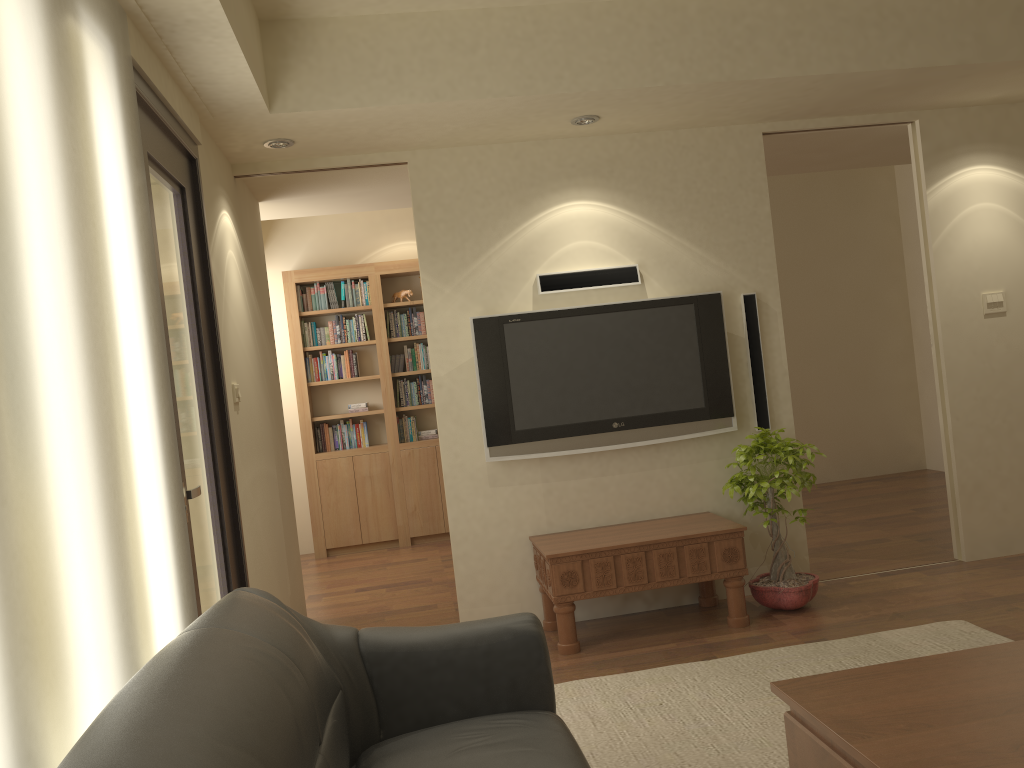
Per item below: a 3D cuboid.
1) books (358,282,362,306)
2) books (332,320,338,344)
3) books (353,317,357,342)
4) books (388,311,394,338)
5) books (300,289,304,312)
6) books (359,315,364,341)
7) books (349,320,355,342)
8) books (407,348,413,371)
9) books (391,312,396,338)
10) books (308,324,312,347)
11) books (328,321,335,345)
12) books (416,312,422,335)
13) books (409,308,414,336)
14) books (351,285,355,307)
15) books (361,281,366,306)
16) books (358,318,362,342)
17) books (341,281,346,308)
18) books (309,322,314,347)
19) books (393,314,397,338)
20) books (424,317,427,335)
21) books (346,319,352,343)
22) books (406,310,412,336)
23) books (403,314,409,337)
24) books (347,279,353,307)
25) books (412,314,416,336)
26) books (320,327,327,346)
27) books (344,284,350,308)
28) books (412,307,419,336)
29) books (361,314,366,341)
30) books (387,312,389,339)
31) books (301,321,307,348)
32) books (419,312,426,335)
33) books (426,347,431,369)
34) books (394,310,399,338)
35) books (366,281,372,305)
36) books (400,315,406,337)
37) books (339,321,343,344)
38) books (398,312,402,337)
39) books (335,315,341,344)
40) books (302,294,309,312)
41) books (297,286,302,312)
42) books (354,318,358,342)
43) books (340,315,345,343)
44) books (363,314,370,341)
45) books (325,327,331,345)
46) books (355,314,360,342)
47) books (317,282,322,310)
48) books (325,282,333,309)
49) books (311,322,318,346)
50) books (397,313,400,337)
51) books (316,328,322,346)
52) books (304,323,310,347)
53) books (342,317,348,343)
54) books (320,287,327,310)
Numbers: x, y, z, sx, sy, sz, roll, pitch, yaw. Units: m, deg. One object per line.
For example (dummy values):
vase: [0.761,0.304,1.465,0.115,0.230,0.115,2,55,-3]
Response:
books: [-1.320,-0.771,7.722,0.009,0.215,0.168,-7,1,-8]
books: [-1.532,-0.441,7.712,0.026,0.211,0.156,-7,1,-8]
books: [-1.367,-0.467,7.729,0.014,0.224,0.168,-7,1,-8]
books: [-1.060,-0.512,7.778,0.019,0.242,0.152,-7,1,-8]
books: [-1.808,-0.710,7.656,0.010,0.206,0.167,-7,1,-8]
books: [-1.313,-0.479,7.741,0.017,0.235,0.157,-7,1,-8]
books: [-1.390,-0.453,7.735,0.032,0.202,0.150,-7,1,-8]
books: [-0.894,-0.205,7.791,0.026,0.207,0.163,-7,1,-8]
books: [-1.040,-0.510,7.778,0.017,0.235,0.157,-7,1,-8]
books: [-1.747,-0.412,7.682,0.011,0.202,0.158,-7,1,-8]
books: [-1.563,-0.435,7.705,0.036,0.206,0.162,-7,1,-8]
books: [-0.819,-0.524,7.809,0.026,0.211,0.156,-7,1,-8]
books: [-0.884,-0.539,7.805,0.019,0.255,0.145,-7,1,-8]
books: [-1.383,-0.756,7.726,0.011,0.200,0.143,-7,1,-8]
books: [-1.291,-0.779,7.726,0.014,0.224,0.168,-7,1,-8]
books: [-1.329,-0.467,7.754,0.011,0.215,0.127,-7,1,-8]
books: [-1.467,-0.767,7.717,0.047,0.238,0.139,-7,1,-8]
books: [-1.734,-0.420,7.679,0.013,0.215,0.168,-7,1,-8]
books: [-1.026,-0.502,7.795,0.011,0.215,0.127,-7,1,-8]
books: [-0.751,-0.509,7.841,0.036,0.165,0.111,-7,1,-8]
books: [-1.419,-0.452,7.724,0.026,0.207,0.163,-7,1,-8]
books: [-0.907,-0.527,7.805,0.026,0.237,0.139,-7,1,-8]
books: [-0.930,-0.509,7.790,0.026,0.207,0.163,-7,1,-8]
books: [-1.405,-0.781,7.718,0.026,0.254,0.154,-7,1,-8]
books: [-0.865,-0.513,7.809,0.011,0.200,0.143,-7,1,-8]
books: [-1.637,-0.406,7.721,0.036,0.165,0.111,-7,1,-8]
books: [-1.429,-0.756,7.713,0.026,0.211,0.156,-7,1,-8]
books: [-0.848,-0.542,7.806,0.026,0.254,0.154,-7,1,-8]
books: [-1.295,-0.484,7.746,0.019,0.242,0.152,-7,1,-8]
books: [-1.087,-0.508,7.777,0.035,0.242,0.148,-7,1,-8]
books: [-1.795,-0.424,7.677,0.026,0.237,0.156,-7,1,-8]
books: [-0.787,-0.525,7.810,0.036,0.206,0.162,-7,1,-8]
books: [-0.729,-0.224,7.816,0.036,0.206,0.162,-7,1,-8]
books: [-1.011,-0.518,7.782,0.016,0.243,0.158,-7,1,-8]
books: [-1.243,-0.780,7.733,0.026,0.215,0.167,-7,1,-8]
books: [-0.960,-0.503,7.793,0.032,0.202,0.150,-7,1,-8]
books: [-1.487,-0.441,7.725,0.011,0.200,0.143,-7,1,-8]
books: [-0.984,-0.511,7.781,0.014,0.224,0.168,-7,1,-8]
books: [-1.508,-0.466,7.716,0.026,0.254,0.154,-7,1,-8]
books: [-1.786,-0.692,7.688,0.036,0.165,0.111,-7,1,-8]
books: [-1.829,-0.723,7.659,0.026,0.237,0.156,-7,1,-8]
books: [-1.354,-0.464,7.730,0.009,0.215,0.168,-7,1,-8]
books: [-1.473,-0.471,7.726,0.019,0.255,0.145,-7,1,-8]
books: [-1.269,-0.487,7.752,0.035,0.242,0.148,-7,1,-8]
books: [-1.601,-0.411,7.726,0.036,0.165,0.111,-7,1,-8]
books: [-1.343,-0.479,7.737,0.016,0.243,0.158,-7,1,-8]
books: [-1.663,-0.752,7.687,0.019,0.255,0.145,-7,1,-8]
books: [-1.580,-0.754,7.697,0.043,0.242,0.148,-7,1,-8]
books: [-1.712,-0.424,7.704,0.036,0.218,0.124,-7,1,-8]
books: [-0.996,-0.505,7.779,0.009,0.215,0.168,-7,1,-8]
books: [-1.673,-0.402,7.716,0.036,0.165,0.111,-7,1,-8]
books: [-1.766,-0.416,7.675,0.026,0.215,0.167,-7,1,-8]
books: [-1.449,-0.464,7.732,0.026,0.237,0.139,-7,1,-8]
books: [-1.630,-0.731,7.683,0.036,0.206,0.162,-7,1,-8]
